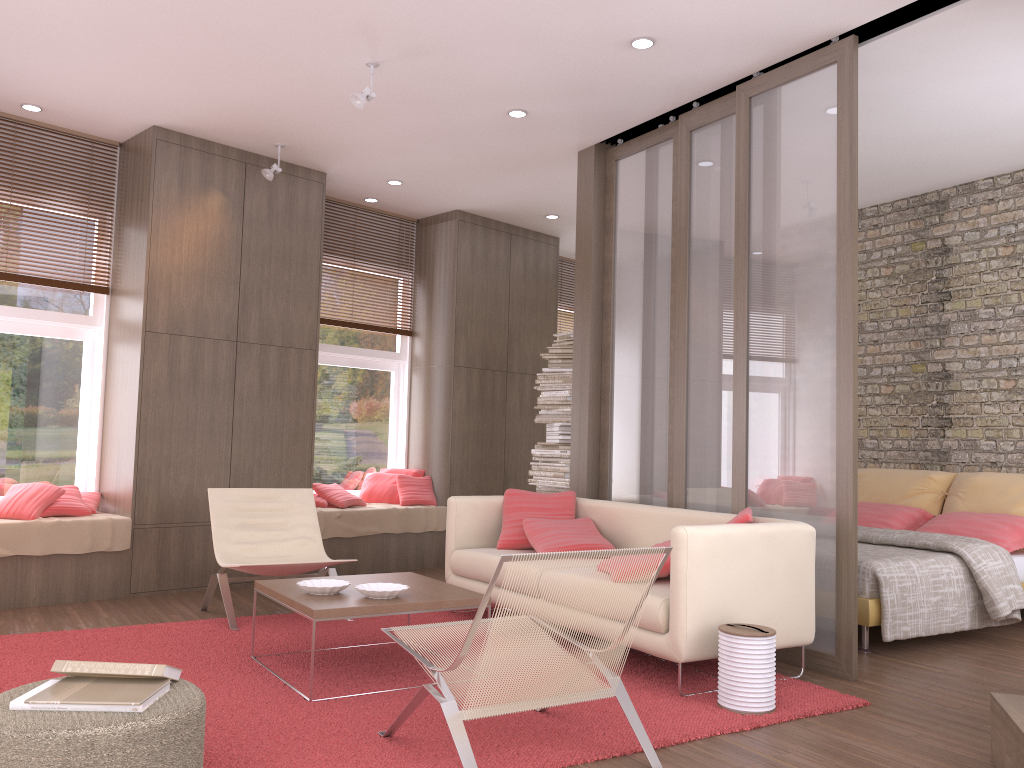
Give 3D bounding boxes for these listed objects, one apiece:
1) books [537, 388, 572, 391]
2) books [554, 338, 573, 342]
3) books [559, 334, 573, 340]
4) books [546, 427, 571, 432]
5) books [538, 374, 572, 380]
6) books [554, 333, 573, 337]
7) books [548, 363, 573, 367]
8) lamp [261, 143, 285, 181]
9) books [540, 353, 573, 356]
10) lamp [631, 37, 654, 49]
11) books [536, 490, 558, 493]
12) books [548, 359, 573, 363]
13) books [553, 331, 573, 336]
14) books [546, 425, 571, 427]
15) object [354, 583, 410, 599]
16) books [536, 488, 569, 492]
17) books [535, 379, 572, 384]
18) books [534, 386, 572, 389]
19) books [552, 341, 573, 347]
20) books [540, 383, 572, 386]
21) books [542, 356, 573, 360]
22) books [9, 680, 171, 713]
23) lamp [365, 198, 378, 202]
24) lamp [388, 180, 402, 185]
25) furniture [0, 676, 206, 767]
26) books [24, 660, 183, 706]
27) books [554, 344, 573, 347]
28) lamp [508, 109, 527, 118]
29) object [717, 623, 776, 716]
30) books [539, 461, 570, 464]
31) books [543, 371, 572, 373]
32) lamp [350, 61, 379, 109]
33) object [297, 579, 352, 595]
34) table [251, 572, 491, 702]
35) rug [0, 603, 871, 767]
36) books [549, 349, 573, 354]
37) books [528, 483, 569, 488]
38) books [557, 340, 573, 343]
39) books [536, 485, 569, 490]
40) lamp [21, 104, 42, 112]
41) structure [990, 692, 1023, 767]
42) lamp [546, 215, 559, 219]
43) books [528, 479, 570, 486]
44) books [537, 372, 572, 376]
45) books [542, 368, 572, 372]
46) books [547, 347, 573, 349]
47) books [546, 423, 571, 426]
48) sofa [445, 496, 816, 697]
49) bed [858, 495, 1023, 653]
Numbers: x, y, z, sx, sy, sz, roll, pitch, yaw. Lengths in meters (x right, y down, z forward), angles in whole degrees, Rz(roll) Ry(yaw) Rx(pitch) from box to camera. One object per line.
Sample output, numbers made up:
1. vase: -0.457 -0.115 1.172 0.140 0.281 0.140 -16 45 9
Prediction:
1. books: 0.477 0.054 7.553 0.416 0.012 0.324 -2 -5 38
2. books: 0.525 -0.370 7.591 0.202 0.015 0.303 4 -5 -32
3. books: 0.536 -0.393 7.584 0.193 0.029 0.260 3 -4 -17
4. books: 0.489 0.389 7.553 0.308 0.036 0.417 2 -4 -12
5. books: 0.482 -0.048 7.607 0.416 0.035 0.323 -2 -5 38
6. books: 0.527 -0.414 7.579 0.216 0.008 0.277 4 -5 -32
7. books: 0.516 -0.150 7.604 0.371 0.036 0.211 0 -4 18
8. lamp: -1.743 -1.620 6.472 0.158 0.275 0.102 3 -4 -25
9. books: 0.483 -0.239 7.603 0.435 0.019 0.248 0 -4 18
10. lamp: 0.693 -1.808 4.707 0.119 0.010 0.119 3 -4 -12
11. books: 0.456 0.920 7.462 0.396 0.033 0.310 -2 -5 38
12. books: 0.518 -0.187 7.607 0.371 0.036 0.211 0 -4 18
13. books: 0.523 -0.425 7.599 0.204 0.014 0.313 4 -5 -32
14. books: 0.511 0.364 7.546 0.345 0.010 0.443 2 -4 -12
15. object: -0.590 0.940 4.015 0.249 0.043 0.251 3 -4 -20
16. books: 0.456 0.894 7.471 0.405 0.018 0.300 -2 -5 38
17. books: 0.455 -0.012 7.600 0.401 0.035 0.315 -2 -5 38
18. books: 0.464 0.039 7.596 0.470 0.022 0.306 -2 -5 38
19. books: 0.519 -0.338 7.600 0.198 0.023 0.327 4 -5 -32
20. books: 0.509 0.016 7.571 0.434 0.019 0.324 -2 -5 38
21. books: 0.491 -0.218 7.593 0.412 0.019 0.259 0 -4 18
22. books: -1.183 0.882 2.512 0.352 0.022 0.232 2 -4 -2
23. lamp: -1.253 -1.638 7.896 0.119 0.010 0.119 2 -4 -7
24. lamp: -0.970 -1.669 7.347 0.119 0.010 0.119 2 -4 -7
25. furniture: -1.209 1.065 2.552 0.596 0.328 0.596 2 -4 -7
26. books: -1.174 0.855 2.571 0.331 0.086 0.377 2 -4 -2
27. books: 0.525 -0.314 7.582 0.272 0.023 0.201 -2 -5 38
28. lamp: 0.035 -1.753 5.751 0.119 0.010 0.119 3 -4 -18
29. object: 0.994 1.198 3.756 0.239 0.341 0.239 2 -4 0
30. books: 0.513 0.666 7.509 0.320 0.020 0.542 4 -5 -32
31. books: 0.505 -0.089 7.594 0.416 0.015 0.245 -2 -5 38
32. lamp: -0.835 -1.696 5.031 0.158 0.275 0.102 3 -4 -25
33. object: -0.866 0.937 4.076 0.249 0.043 0.251 -1 -5 28
34. table: -0.687 1.163 4.219 0.850 0.378 0.850 4 -5 -32
35. rug: -0.615 1.361 4.241 3.344 0.016 2.938 4 -5 -32
36. books: 0.519 -0.269 7.579 0.351 0.036 0.275 0 -4 18
37. books: 0.464 0.853 7.468 0.423 0.016 0.542 4 -5 -32
38. books: 0.540 -0.356 7.582 0.258 0.010 0.183 -2 -6 43
39. books: 0.457 0.872 7.465 0.396 0.024 0.310 -2 -5 38
40. lamp: -3.191 -1.835 5.891 0.119 0.010 0.119 2 -4 -7
41. structure: 1.902 -0.141 2.327 0.845 2.881 2.039 0 -4 18
42. lamp: 0.376 -1.564 8.290 0.119 0.010 0.119 -2 -5 38
43. books: 0.467 0.834 7.527 0.399 0.028 0.612 4 -5 -32
44. books: 0.460 -0.075 7.603 0.392 0.015 0.306 -2 -5 38
45. books: 0.491 -0.111 7.580 0.404 0.026 0.266 0 -4 18
46. books: 0.511 -0.296 7.578 0.366 0.012 0.287 0 -4 18
47. books: 0.508 0.346 7.517 0.326 0.018 0.500 2 -4 -12
48. sofa: 0.516 1.069 4.985 0.919 0.751 2.204 4 -5 -32
49. bed: 2.449 1.157 6.155 2.360 0.861 2.219 4 -5 -32
